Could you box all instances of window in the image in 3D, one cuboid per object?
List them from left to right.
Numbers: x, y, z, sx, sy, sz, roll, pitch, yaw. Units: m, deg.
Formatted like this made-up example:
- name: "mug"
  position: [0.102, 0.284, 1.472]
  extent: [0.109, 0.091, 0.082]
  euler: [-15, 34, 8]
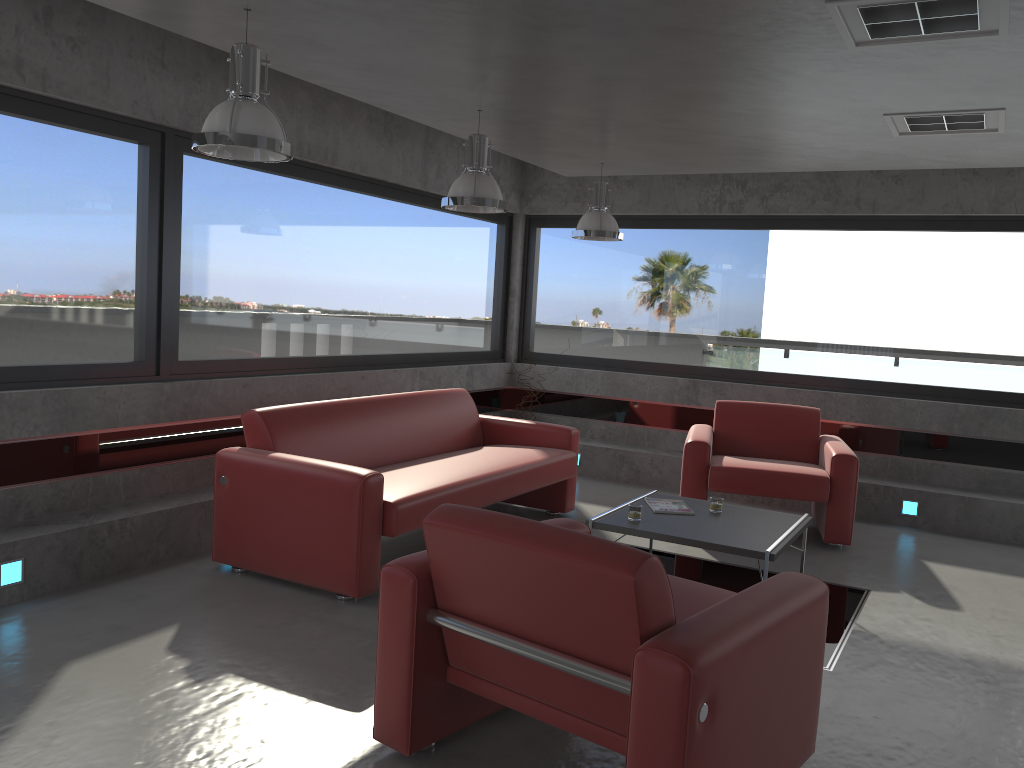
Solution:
- name: "window"
  position: [-1.997, -0.788, 5.501]
  extent: [0.003, 1.364, 7.800]
  euler: [6, 6, 28]
- name: "window"
  position: [2.172, -0.763, 7.976]
  extent: [4.583, 1.364, 0.003]
  euler: [6, 6, 28]

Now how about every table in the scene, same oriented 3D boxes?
- name: "table"
  position: [1.052, 0.952, 4.942]
  extent: [0.994, 0.436, 1.018]
  euler: [6, 6, 28]

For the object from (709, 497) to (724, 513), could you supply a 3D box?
- name: "object"
  position: [1.181, 0.698, 5.127]
  extent: [0.079, 0.077, 0.079]
  euler: [7, 6, 36]

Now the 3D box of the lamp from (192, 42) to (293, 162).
- name: "lamp"
  position: [-1.067, -1.133, 3.540]
  extent: [0.389, 0.422, 0.388]
  euler: [6, 6, 28]

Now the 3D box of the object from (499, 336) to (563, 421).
- name: "object"
  position: [0.115, 0.224, 7.739]
  extent: [0.531, 1.289, 0.466]
  euler: [8, 7, 41]

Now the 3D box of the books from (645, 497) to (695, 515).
- name: "books"
  position: [0.914, 0.707, 5.163]
  extent: [0.228, 0.022, 0.326]
  euler: [3, 5, -2]

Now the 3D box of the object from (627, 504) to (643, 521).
- name: "object"
  position: [0.666, 0.697, 4.804]
  extent: [0.079, 0.077, 0.079]
  euler: [4, 5, 11]

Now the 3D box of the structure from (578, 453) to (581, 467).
- name: "structure"
  position: [0.581, 0.702, 8.268]
  extent: [0.123, 0.123, 0.004]
  euler: [6, 6, 28]

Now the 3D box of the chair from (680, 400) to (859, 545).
- name: "chair"
  position: [1.893, 0.606, 6.618]
  extent: [1.196, 0.854, 1.130]
  euler: [4, 5, 13]

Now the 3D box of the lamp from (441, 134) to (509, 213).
- name: "lamp"
  position: [-0.204, -1.221, 5.118]
  extent: [0.389, 0.422, 0.388]
  euler: [6, 6, 28]

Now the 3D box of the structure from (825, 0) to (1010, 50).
- name: "structure"
  position: [1.469, -1.421, 3.171]
  extent: [0.563, 0.240, 0.563]
  euler: [6, 6, 28]

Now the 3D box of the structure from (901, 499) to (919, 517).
- name: "structure"
  position: [3.099, 0.966, 6.905]
  extent: [0.123, 0.123, 0.004]
  euler: [6, 6, 28]

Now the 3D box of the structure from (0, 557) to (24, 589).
- name: "structure"
  position: [-2.356, 0.889, 4.171]
  extent: [0.004, 0.123, 0.123]
  euler: [6, 6, 28]

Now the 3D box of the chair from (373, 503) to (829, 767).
- name: "chair"
  position: [0.341, 0.826, 3.058]
  extent: [1.196, 0.854, 1.130]
  euler: [7, 6, 38]

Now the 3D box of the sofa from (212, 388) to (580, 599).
- name: "sofa"
  position: [-0.536, 0.542, 5.734]
  extent: [1.120, 0.854, 2.626]
  euler: [6, 6, 28]

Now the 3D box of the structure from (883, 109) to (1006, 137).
- name: "structure"
  position: [2.327, -1.508, 4.739]
  extent: [0.563, 0.240, 0.563]
  euler: [6, 6, 28]

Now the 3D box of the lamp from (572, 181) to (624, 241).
- name: "lamp"
  position: [0.658, -1.308, 6.695]
  extent: [0.388, 0.422, 0.389]
  euler: [5, 5, 18]
